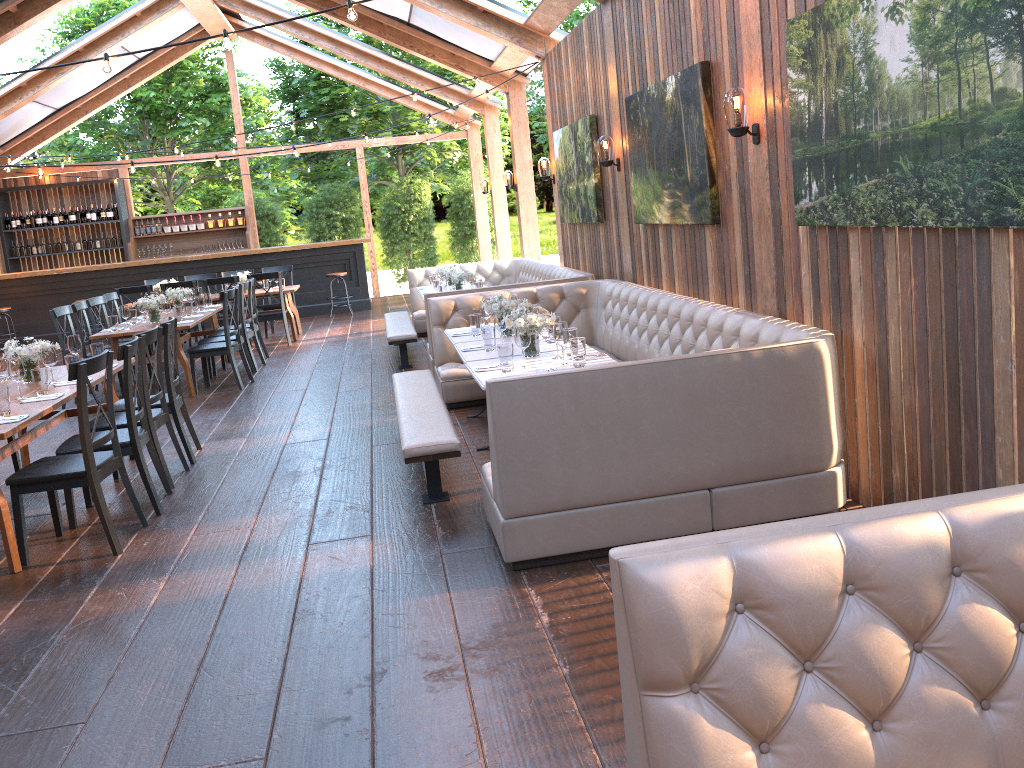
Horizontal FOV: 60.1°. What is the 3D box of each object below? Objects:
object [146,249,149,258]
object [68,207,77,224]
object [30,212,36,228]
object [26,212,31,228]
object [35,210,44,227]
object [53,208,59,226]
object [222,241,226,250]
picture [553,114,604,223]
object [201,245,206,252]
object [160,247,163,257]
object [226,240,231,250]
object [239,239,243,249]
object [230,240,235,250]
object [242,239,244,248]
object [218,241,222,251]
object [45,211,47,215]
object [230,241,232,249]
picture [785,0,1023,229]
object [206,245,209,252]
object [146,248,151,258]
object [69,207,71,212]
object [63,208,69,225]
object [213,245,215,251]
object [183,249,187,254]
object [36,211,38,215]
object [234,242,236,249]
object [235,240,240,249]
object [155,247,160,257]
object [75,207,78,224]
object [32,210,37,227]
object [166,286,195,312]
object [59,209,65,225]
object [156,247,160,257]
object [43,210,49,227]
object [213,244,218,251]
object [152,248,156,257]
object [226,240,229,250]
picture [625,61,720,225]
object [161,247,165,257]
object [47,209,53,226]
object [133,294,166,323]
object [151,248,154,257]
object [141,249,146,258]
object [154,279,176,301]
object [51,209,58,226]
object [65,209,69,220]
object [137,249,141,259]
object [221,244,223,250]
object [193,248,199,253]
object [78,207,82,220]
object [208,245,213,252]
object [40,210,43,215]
[{"bbox_3d":[-7.037,-2.534,17.121,0.070,0.184,0.070,-6,8,-4],"label":"object"},{"bbox_3d":[-8.329,-3.189,16.777,0.136,0.313,0.137,2,11,43],"label":"object"},{"bbox_3d":[-9.014,-3.087,16.627,0.075,0.300,0.076,-4,8,9],"label":"object"},{"bbox_3d":[-9.102,-3.089,16.656,0.078,0.309,0.078,-7,8,-13],"label":"object"},{"bbox_3d":[-8.922,-3.117,16.704,0.136,0.313,0.137,2,11,43],"label":"object"},{"bbox_3d":[-8.613,-3.154,16.691,0.088,0.331,0.088,-10,9,-28],"label":"object"},{"bbox_3d":[-5.601,-2.692,17.220,0.074,0.179,0.074,-11,10,-34],"label":"object"},{"bbox_3d":[0.650,-2.136,8.995,0.065,0.988,1.665,-7,10,-8],"label":"picture"},{"bbox_3d":[-6.037,-2.650,17.350,0.097,0.133,0.098,-9,10,-21],"label":"object"},{"bbox_3d":[-6.779,-2.566,17.156,0.070,0.184,0.070,-6,8,-4],"label":"object"},{"bbox_3d":[-5.521,-2.704,17.241,0.074,0.179,0.074,-11,10,-34],"label":"object"},{"bbox_3d":[-5.291,-2.731,17.263,0.074,0.179,0.074,-11,10,-34],"label":"object"},{"bbox_3d":[-5.441,-2.714,17.253,0.074,0.179,0.074,-11,10,-34],"label":"object"},{"bbox_3d":[-5.297,-2.747,17.345,0.074,0.179,0.074,-11,10,-34],"label":"object"},{"bbox_3d":[-5.681,-2.684,17.218,0.074,0.179,0.074,-11,10,-34],"label":"object"},{"bbox_3d":[-8.825,-3.141,16.806,0.075,0.300,0.076,-4,8,9],"label":"object"},{"bbox_3d":[-5.479,-2.730,17.348,0.074,0.179,0.074,-11,10,-34],"label":"object"},{"bbox_3d":[1.527,-1.132,3.568,0.065,0.988,1.665,-7,10,-8],"label":"picture"},{"bbox_3d":[-5.990,-2.682,17.485,0.097,0.133,0.098,-9,10,-21],"label":"object"},{"bbox_3d":[-6.988,-2.522,17.036,0.070,0.184,0.070,-6,8,-4],"label":"object"},{"bbox_3d":[-8.404,-3.213,16.883,0.088,0.331,0.088,-10,9,-28],"label":"object"},{"bbox_3d":[-8.431,-3.165,16.713,0.077,0.306,0.078,-10,9,-29],"label":"object"},{"bbox_3d":[-5.872,-2.694,17.487,0.097,0.133,0.098,-9,10,-21],"label":"object"},{"bbox_3d":[-6.444,-2.608,17.429,0.124,0.095,0.125,-5,10,3],"label":"object"},{"bbox_3d":[-9.024,-3.134,16.855,0.077,0.304,0.078,-4,8,8],"label":"object"},{"bbox_3d":[-5.474,-2.725,17.452,0.097,0.133,0.098,-9,10,-21],"label":"object"},{"bbox_3d":[-5.365,-2.727,17.280,0.074,0.179,0.074,-11,10,-34],"label":"object"},{"bbox_3d":[-6.861,-2.557,17.150,0.070,0.184,0.070,-6,8,-4],"label":"object"},{"bbox_3d":[-8.309,-3.223,16.910,0.081,0.321,0.081,-10,9,-29],"label":"object"},{"bbox_3d":[-9.041,-3.127,16.766,0.088,0.331,0.088,-10,9,-28],"label":"object"},{"bbox_3d":[-3.922,-0.998,10.398,0.331,0.307,0.337,-14,13,-40],"label":"object"},{"bbox_3d":[-8.527,-3.162,16.744,0.078,0.309,0.078,-7,8,-13],"label":"object"},{"bbox_3d":[-6.823,-2.541,17.052,0.070,0.184,0.070,-6,8,-4],"label":"object"},{"bbox_3d":[-8.804,-3.121,16.686,0.077,0.304,0.078,-4,8,8],"label":"object"},{"bbox_3d":[-5.809,-2.681,17.394,0.097,0.133,0.098,-9,10,-21],"label":"object"},{"bbox_3d":[-6.905,-2.536,17.068,0.070,0.184,0.070,-6,8,-4],"label":"object"},{"bbox_3d":[-5.556,-2.718,17.329,0.074,0.179,0.074,-11,10,-34],"label":"object"},{"bbox_3d":[1.092,-1.630,6.258,0.065,0.988,1.665,-7,10,-8],"label":"picture"},{"bbox_3d":[-6.731,-2.556,17.079,0.070,0.184,0.070,-6,8,-4],"label":"object"},{"bbox_3d":[-8.712,-3.136,16.671,0.081,0.321,0.081,-10,9,-29],"label":"object"},{"bbox_3d":[-3.807,-0.800,9.359,0.329,0.307,0.340,-1,11,26],"label":"object"},{"bbox_3d":[-6.956,-2.546,17.139,0.070,0.184,0.070,-6,8,-4],"label":"object"},{"bbox_3d":[-7.084,-2.509,17.021,0.070,0.184,0.070,-6,8,-4],"label":"object"},{"bbox_3d":[-4.882,-1.336,12.550,0.339,0.307,0.330,-14,13,-42],"label":"object"},{"bbox_3d":[-8.693,-3.158,16.798,0.136,0.313,0.137,2,11,43],"label":"object"},{"bbox_3d":[-8.479,-3.183,16.820,0.078,0.309,0.078,-7,8,-13],"label":"object"},{"bbox_3d":[-7.169,-2.500,17.016,0.070,0.184,0.070,-6,8,-4],"label":"object"},{"bbox_3d":[-5.701,-2.693,17.402,0.097,0.133,0.098,-9,10,-21],"label":"object"},{"bbox_3d":[-6.190,-2.616,17.342,0.124,0.095,0.125,-5,10,3],"label":"object"},{"bbox_3d":[-8.233,-3.213,16.865,0.077,0.304,0.078,-4,8,8],"label":"object"},{"bbox_3d":[-5.915,-2.664,17.361,0.097,0.133,0.098,-9,10,-21],"label":"object"},{"bbox_3d":[-8.927,-3.147,16.828,0.081,0.321,0.081,-10,9,-29],"label":"object"}]
